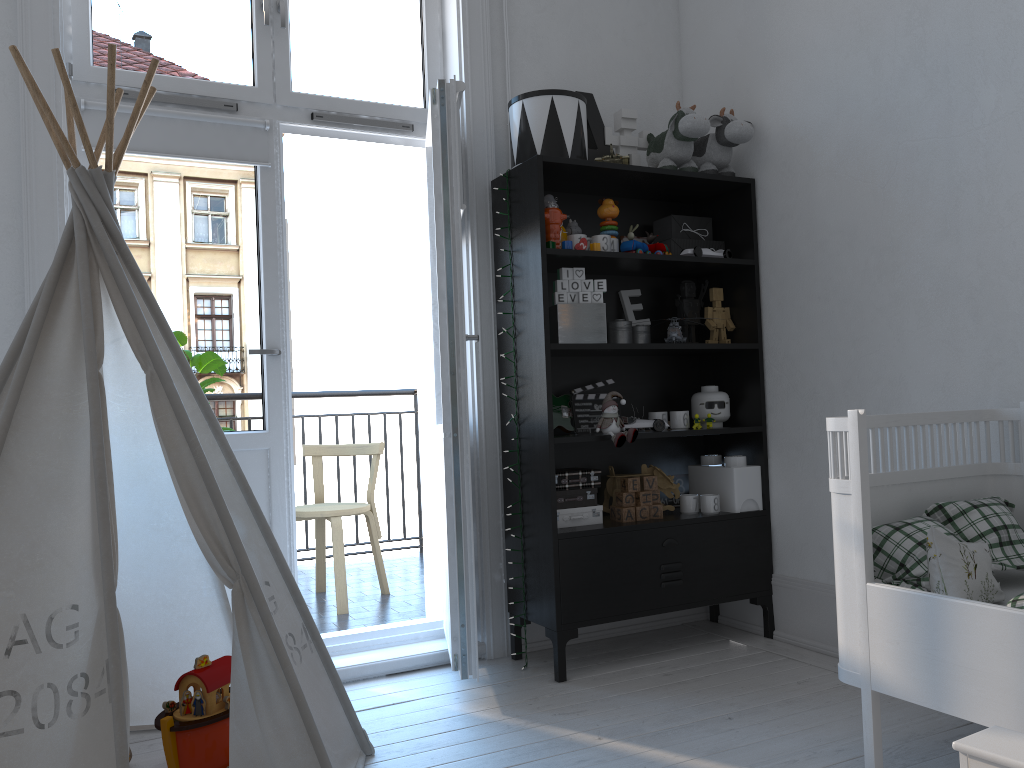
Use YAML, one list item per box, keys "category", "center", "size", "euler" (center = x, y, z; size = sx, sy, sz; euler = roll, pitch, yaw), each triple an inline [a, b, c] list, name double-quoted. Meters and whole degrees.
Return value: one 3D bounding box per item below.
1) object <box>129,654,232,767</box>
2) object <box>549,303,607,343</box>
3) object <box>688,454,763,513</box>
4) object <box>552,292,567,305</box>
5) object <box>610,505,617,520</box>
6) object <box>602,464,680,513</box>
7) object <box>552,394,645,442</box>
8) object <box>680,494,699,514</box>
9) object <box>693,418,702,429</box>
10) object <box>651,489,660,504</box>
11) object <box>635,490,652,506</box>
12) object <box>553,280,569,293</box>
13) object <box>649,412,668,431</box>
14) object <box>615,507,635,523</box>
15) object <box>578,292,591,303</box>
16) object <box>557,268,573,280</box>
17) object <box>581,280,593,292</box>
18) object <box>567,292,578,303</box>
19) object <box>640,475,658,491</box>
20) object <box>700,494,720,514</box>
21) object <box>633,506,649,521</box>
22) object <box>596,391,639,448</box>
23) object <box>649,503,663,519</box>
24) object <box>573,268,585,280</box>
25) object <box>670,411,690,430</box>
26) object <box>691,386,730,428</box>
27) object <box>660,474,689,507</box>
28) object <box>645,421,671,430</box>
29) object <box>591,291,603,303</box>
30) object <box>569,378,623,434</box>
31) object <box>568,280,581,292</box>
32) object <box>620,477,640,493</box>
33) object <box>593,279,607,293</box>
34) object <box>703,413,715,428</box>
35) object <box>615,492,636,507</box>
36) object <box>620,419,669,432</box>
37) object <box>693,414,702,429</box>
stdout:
- category: "object"
  center: [-0.644, 0.806, 2.006]
  size: [0.385, 0.283, 0.857]
  euler: [-1, -2, -35]
- category: "object"
  center: [0.220, -0.197, 3.002]
  size: [0.170, 0.138, 0.124]
  euler: [-2, -2, -12]
- category: "object"
  center: [0.791, 0.365, 3.308]
  size: [0.132, 0.199, 0.267]
  euler: [-2, -2, -27]
- category: "object"
  center: [0.159, -0.284, 2.955]
  size: [0.040, 0.040, 0.040]
  euler: [-2, -2, -12]
- category: "object"
  center: [0.377, 0.450, 3.102]
  size: [0.050, 0.050, 0.050]
  euler: [-1, -2, -27]
- category: "object"
  center: [0.454, 0.386, 3.233]
  size: [0.337, 0.186, 0.111]
  euler: [-2, -2, -12]
- category: "object"
  center: [0.257, 0.113, 3.210]
  size: [0.542, 0.239, 0.093]
  euler: [-1, -2, -27]
- category: "object"
  center: [0.640, 0.434, 3.199]
  size: [0.067, 0.067, 0.067]
  euler: [-2, -2, -13]
- category: "object"
  center: [0.671, 0.136, 3.215]
  size: [0.042, 0.054, 0.031]
  euler: [-2, -2, -27]
- category: "object"
  center: [0.488, 0.397, 3.130]
  size: [0.050, 0.050, 0.050]
  euler: [-1, -2, -27]
- category: "object"
  center: [0.453, 0.397, 3.081]
  size: [0.050, 0.050, 0.050]
  euler: [-1, -2, -27]
- category: "object"
  center: [0.163, -0.324, 2.957]
  size: [0.040, 0.040, 0.040]
  euler: [-2, -2, -17]
- category: "object"
  center: [0.527, 0.134, 3.194]
  size: [0.067, 0.067, 0.067]
  euler: [-2, -2, -13]
- category: "object"
  center: [0.389, 0.448, 3.046]
  size: [0.050, 0.050, 0.050]
  euler: [-1, -2, -27]
- category: "object"
  center: [0.240, -0.286, 2.972]
  size: [0.040, 0.040, 0.040]
  euler: [-2, -2, -12]
- category: "object"
  center: [0.178, -0.365, 2.961]
  size: [0.040, 0.040, 0.040]
  euler: [-2, -2, -22]
- category: "object"
  center: [0.251, -0.327, 2.976]
  size: [0.040, 0.040, 0.040]
  euler: [-2, -2, 3]
- category: "object"
  center: [0.195, -0.285, 2.970]
  size: [0.040, 0.040, 0.040]
  euler: [-2, -2, -22]
- category: "object"
  center: [0.480, 0.347, 3.113]
  size: [0.050, 0.050, 0.050]
  euler: [-2, -2, -7]
- category: "object"
  center: [0.709, 0.430, 3.172]
  size: [0.067, 0.067, 0.067]
  euler: [-2, -2, -13]
- category: "object"
  center: [0.441, 0.447, 3.073]
  size: [0.050, 0.050, 0.050]
  euler: [-2, -2, -22]
- category: "object"
  center: [0.346, 0.116, 2.927]
  size: [0.110, 0.186, 0.129]
  euler: [-1, -2, -40]
- category: "object"
  center: [0.500, 0.445, 3.103]
  size: [0.050, 0.050, 0.050]
  euler: [-2, -2, 3]
- category: "object"
  center: [0.219, -0.366, 2.970]
  size: [0.040, 0.040, 0.040]
  euler: [-2, -2, -17]
- category: "object"
  center: [0.601, 0.131, 3.179]
  size: [0.067, 0.067, 0.067]
  euler: [-2, -2, -13]
- category: "object"
  center: [0.741, 0.088, 3.310]
  size: [0.139, 0.162, 0.139]
  euler: [-3, -2, 38]
- category: "object"
  center: [0.550, 0.414, 3.381]
  size: [0.347, 0.120, 0.034]
  euler: [-1, -2, -27]
- category: "object"
  center: [0.570, 0.153, 3.339]
  size: [0.163, 0.034, 0.069]
  euler: [-1, -2, -27]
- category: "object"
  center: [0.285, -0.288, 2.982]
  size: [0.040, 0.040, 0.040]
  euler: [-2, -2, 3]
- category: "object"
  center: [0.303, 0.079, 3.206]
  size: [0.200, 0.199, 0.048]
  euler: [-1, -2, -27]
- category: "object"
  center: [0.207, -0.326, 2.966]
  size: [0.040, 0.040, 0.040]
  euler: [-2, -2, -7]
- category: "object"
  center: [0.410, 0.349, 3.075]
  size: [0.050, 0.050, 0.050]
  euler: [-1, -2, -27]
- category: "object"
  center: [0.295, -0.329, 2.985]
  size: [0.040, 0.040, 0.040]
  euler: [-2, -2, -2]
- category: "object"
  center: [0.712, 0.133, 3.202]
  size: [0.042, 0.054, 0.031]
  euler: [-3, -2, 18]
- category: "object"
  center: [0.393, 0.399, 3.073]
  size: [0.050, 0.050, 0.050]
  euler: [-1, -2, -27]
- category: "object"
  center: [0.433, 0.145, 3.102]
  size: [0.230, 0.048, 0.098]
  euler: [-2, -2, -2]
- category: "object"
  center: [0.658, 0.134, 3.148]
  size: [0.031, 0.054, 0.042]
  euler: [-3, -2, 23]
